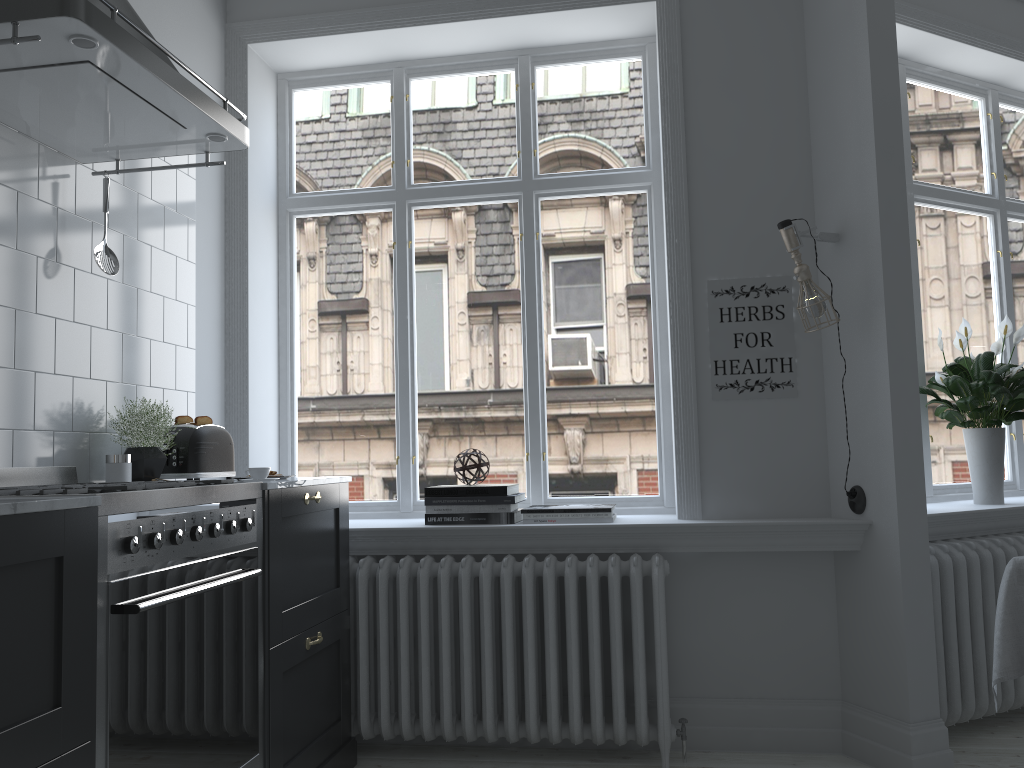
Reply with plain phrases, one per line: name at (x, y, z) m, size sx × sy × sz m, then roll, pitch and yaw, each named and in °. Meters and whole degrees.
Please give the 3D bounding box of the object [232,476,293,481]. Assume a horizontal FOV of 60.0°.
object at (-0.856, 0.324, 3.045) m, size 0.209 × 0.011 × 0.209 m, roll 3°, pitch -6°, yaw -43°

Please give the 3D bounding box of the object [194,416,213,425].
object at (-1.083, 0.166, 3.113) m, size 0.010 × 0.110 × 0.107 m, roll -3°, pitch -5°, yaw 14°

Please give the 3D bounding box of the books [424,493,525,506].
books at (-0.140, 0.455, 3.510) m, size 0.351 × 0.031 × 0.287 m, roll -2°, pitch -5°, yaw 9°

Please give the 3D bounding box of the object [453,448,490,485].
object at (-0.162, 0.333, 3.555) m, size 0.147 × 0.148 × 0.147 m, roll -2°, pitch -5°, yaw 0°

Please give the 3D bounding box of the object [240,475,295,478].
object at (-0.825, 0.314, 3.004) m, size 0.018 × 0.008 × 0.209 m, roll -6°, pitch -6°, yaw 44°

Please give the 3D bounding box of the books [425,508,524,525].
books at (-0.138, 0.523, 3.502) m, size 0.351 × 0.044 × 0.259 m, roll -2°, pitch -5°, yaw 11°

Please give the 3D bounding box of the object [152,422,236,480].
object at (-1.122, 0.238, 3.107) m, size 0.219 × 0.207 × 0.326 m, roll -3°, pitch -5°, yaw 14°

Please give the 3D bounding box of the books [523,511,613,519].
books at (0.222, 0.502, 3.442) m, size 0.337 × 0.019 × 0.254 m, roll -2°, pitch -5°, yaw 7°

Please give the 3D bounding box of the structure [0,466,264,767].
structure at (-1.051, 0.750, 2.188) m, size 0.651 × 1.096 × 0.779 m, roll -2°, pitch -5°, yaw 9°

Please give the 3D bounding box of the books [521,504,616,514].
books at (0.226, 0.485, 3.451) m, size 0.341 × 0.016 × 0.274 m, roll -2°, pitch -5°, yaw 10°

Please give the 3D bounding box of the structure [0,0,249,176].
structure at (-1.143, -1.222, 2.355) m, size 0.567 × 1.079 × 0.843 m, roll -2°, pitch -5°, yaw 9°

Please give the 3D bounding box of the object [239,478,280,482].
object at (-0.810, 0.308, 2.844) m, size 0.126 × 0.008 × 0.126 m, roll -5°, pitch -6°, yaw 35°

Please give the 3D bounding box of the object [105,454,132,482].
object at (-1.198, 0.263, 2.701) m, size 0.072 × 0.095 × 0.072 m, roll 2°, pitch -6°, yaw -36°

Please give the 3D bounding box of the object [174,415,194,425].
object at (-1.158, 0.166, 3.132) m, size 0.010 × 0.110 × 0.107 m, roll -3°, pitch -5°, yaw 14°

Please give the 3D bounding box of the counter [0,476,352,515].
counter at (-1.209, 0.215, 1.407) m, size 0.624 × 0.020 × 3.902 m, roll -2°, pitch -5°, yaw 9°

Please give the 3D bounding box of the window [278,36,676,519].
window at (-0.198, -0.443, 3.885) m, size 1.716 × 2.080 × 0.061 m, roll -2°, pitch -5°, yaw 9°

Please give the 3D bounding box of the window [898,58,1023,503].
window at (2.113, -0.481, 4.194) m, size 2.079 × 2.080 × 0.061 m, roll 1°, pitch -5°, yaw -28°

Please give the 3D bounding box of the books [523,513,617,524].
books at (0.228, 0.521, 3.438) m, size 0.343 × 0.019 × 0.254 m, roll -2°, pitch -5°, yaw 9°

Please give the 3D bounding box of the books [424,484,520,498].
books at (-0.153, 0.421, 3.511) m, size 0.325 × 0.038 × 0.259 m, roll -2°, pitch -5°, yaw 11°

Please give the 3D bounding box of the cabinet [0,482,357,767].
cabinet at (-1.184, 0.729, 1.364) m, size 0.646 × 1.012 × 3.897 m, roll -2°, pitch -5°, yaw 9°

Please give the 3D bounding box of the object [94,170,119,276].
object at (-1.249, -0.497, 2.734) m, size 0.030 × 0.331 × 0.101 m, roll -3°, pitch -5°, yaw 19°

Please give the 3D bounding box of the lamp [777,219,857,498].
lamp at (1.083, -0.086, 3.103) m, size 0.312 × 0.977 × 0.131 m, roll 0°, pitch -5°, yaw -16°

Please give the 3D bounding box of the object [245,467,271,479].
object at (-0.811, 0.288, 2.845) m, size 0.070 × 0.040 × 0.072 m, roll -2°, pitch -5°, yaw 1°

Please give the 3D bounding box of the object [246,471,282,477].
object at (-0.854, 0.312, 3.050) m, size 0.074 × 0.031 × 0.119 m, roll -6°, pitch -6°, yaw 42°

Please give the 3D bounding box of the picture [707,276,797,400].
picture at (0.902, -0.173, 3.339) m, size 0.311 × 0.457 × 0.003 m, roll -2°, pitch -5°, yaw 9°

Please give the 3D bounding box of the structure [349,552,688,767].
structure at (-0.210, 1.012, 3.282) m, size 1.673 × 0.753 × 0.245 m, roll -2°, pitch -5°, yaw 9°

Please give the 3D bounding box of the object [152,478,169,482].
object at (-1.097, 0.303, 2.755) m, size 0.062 × 0.018 × 0.091 m, roll -2°, pitch -5°, yaw 6°

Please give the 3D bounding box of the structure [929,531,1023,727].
structure at (2.111, 0.975, 3.596) m, size 1.710 × 0.753 × 0.245 m, roll 1°, pitch -5°, yaw -28°

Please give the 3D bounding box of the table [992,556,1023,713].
table at (2.222, 0.757, 1.824) m, size 2.179 × 0.842 × 1.210 m, roll 1°, pitch -5°, yaw -24°

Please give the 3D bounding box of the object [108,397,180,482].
object at (-1.166, 0.178, 2.831) m, size 0.220 × 0.283 × 0.210 m, roll -3°, pitch -5°, yaw 22°

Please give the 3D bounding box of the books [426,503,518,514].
books at (-0.152, 0.486, 3.498) m, size 0.328 × 0.031 × 0.259 m, roll -2°, pitch -5°, yaw 7°
